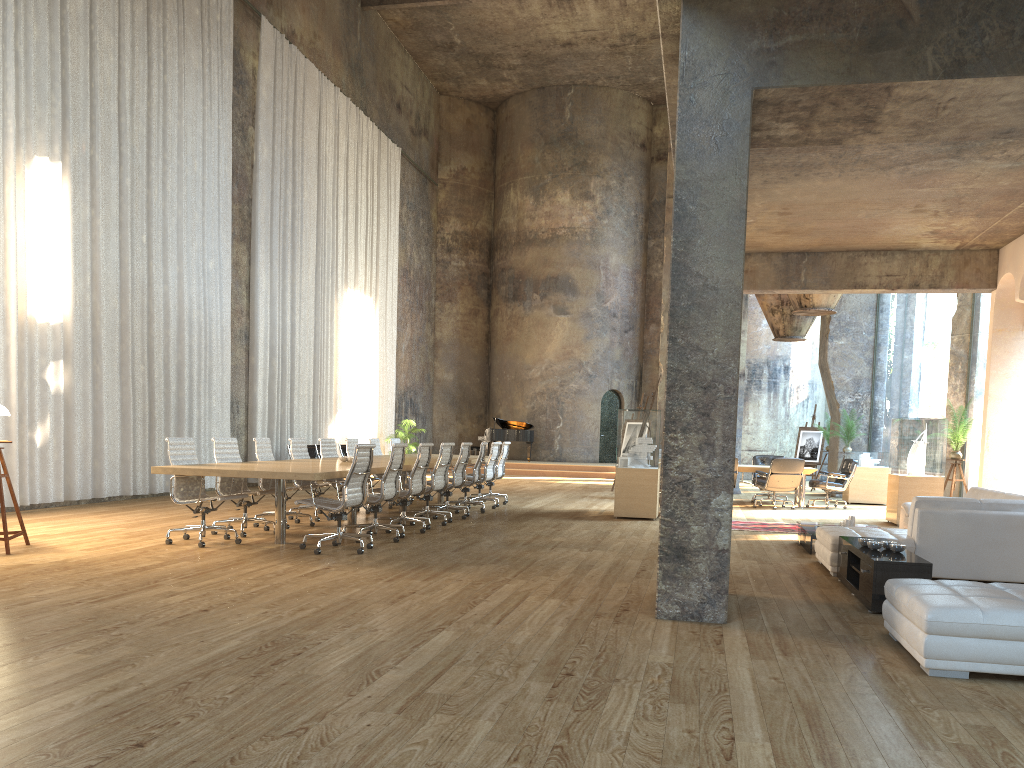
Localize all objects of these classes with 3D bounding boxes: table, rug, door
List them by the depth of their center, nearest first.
[{"bbox_3d":[3.584,1.703,9.532,0.789,0.204,1.107,1,-3,12],"label":"table"},{"bbox_3d":[3.661,1.704,9.891,0.859,0.248,0.369,1,-1,12],"label":"table"},{"bbox_3d":[-1.708,1.385,11.614,1.599,0.762,7.693,1,-3,12],"label":"table"},{"bbox_3d":[4.039,1.934,11.728,2.460,0.009,1.342,1,-3,12],"label":"rug"},{"bbox_3d":[4.208,1.837,15.986,2.407,0.705,1.101,1,-1,12],"label":"table"},{"bbox_3d":[5.336,2.294,22.096,1.869,0.550,0.938,1,-1,12],"label":"table"},{"bbox_3d":[3.030,1.321,27.433,0.902,2.313,0.091,0,5,-30],"label":"door"}]

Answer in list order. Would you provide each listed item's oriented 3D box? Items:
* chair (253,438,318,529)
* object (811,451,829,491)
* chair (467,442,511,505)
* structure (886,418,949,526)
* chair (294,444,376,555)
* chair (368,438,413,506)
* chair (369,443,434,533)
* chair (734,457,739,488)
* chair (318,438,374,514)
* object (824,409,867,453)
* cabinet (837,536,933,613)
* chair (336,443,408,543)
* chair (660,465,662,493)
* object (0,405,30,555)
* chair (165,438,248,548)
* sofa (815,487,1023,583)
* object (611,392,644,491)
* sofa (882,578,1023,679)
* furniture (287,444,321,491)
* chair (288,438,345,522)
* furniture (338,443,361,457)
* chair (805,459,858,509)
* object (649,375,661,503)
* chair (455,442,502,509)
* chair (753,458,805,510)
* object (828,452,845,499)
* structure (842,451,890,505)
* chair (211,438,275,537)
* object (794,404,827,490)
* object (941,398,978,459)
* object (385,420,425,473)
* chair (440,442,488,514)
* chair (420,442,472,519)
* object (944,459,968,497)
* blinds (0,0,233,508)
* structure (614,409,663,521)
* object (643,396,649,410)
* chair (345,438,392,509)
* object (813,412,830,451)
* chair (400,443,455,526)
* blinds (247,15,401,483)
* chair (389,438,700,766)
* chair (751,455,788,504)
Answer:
[{"bbox_3d":[-2.654,1.151,10.283,0.698,1.033,0.662,2,2,12],"label":"chair"},{"bbox_3d":[7.410,2.056,20.556,0.658,0.979,0.567,2,2,6],"label":"object"},{"bbox_3d":[-0.376,1.455,14.458,0.698,1.033,0.662,2,2,18],"label":"chair"},{"bbox_3d":[5.855,1.278,12.742,0.593,1.559,0.738,2,3,12],"label":"structure"},{"bbox_3d":[-1.660,1.067,8.304,0.698,1.033,0.662,2,2,18],"label":"chair"},{"bbox_3d":[-1.906,1.374,13.828,0.698,1.033,0.662,2,2,16],"label":"chair"},{"bbox_3d":[-1.268,1.182,10.125,0.698,1.033,0.662,2,2,18],"label":"chair"},{"bbox_3d":[3.569,1.689,15.380,0.729,0.899,0.818,2,1,6],"label":"chair"},{"bbox_3d":[-2.282,1.262,12.055,0.697,1.033,0.663,2,2,21],"label":"chair"},{"bbox_3d":[6.852,0.950,18.123,0.857,0.947,0.685,2,2,15],"label":"object"},{"bbox_3d":[2.780,1.433,6.693,0.395,0.371,1.557,2,-3,12],"label":"cabinet"},{"bbox_3d":[-1.459,1.126,9.229,0.698,1.033,0.662,2,2,16],"label":"chair"},{"bbox_3d":[2.694,1.716,16.312,0.820,0.899,0.726,2,1,8],"label":"chair"},{"bbox_3d":[-4.470,0.821,7.649,0.657,1.307,0.567,-1,4,-45],"label":"object"},{"bbox_3d":[-2.986,1.045,8.599,0.698,1.033,0.662,2,2,18],"label":"chair"},{"bbox_3d":[4.046,1.409,8.767,2.062,0.726,2.920,1,-3,12],"label":"sofa"},{"bbox_3d":[2.614,1.241,18.563,0.697,2.163,0.683,5,5,44],"label":"object"},{"bbox_3d":[3.166,1.152,4.666,2.065,0.726,1.068,1,-1,12],"label":"sofa"},{"bbox_3d":[-3.658,1.602,17.142,0.707,0.846,1.866,2,-2,12],"label":"furniture"},{"bbox_3d":[-2.470,1.208,11.196,0.698,1.033,0.662,2,2,18],"label":"chair"},{"bbox_3d":[-3.157,1.749,19.472,0.707,0.846,1.866,2,-2,12],"label":"furniture"},{"bbox_3d":[5.666,1.767,15.667,0.820,0.899,0.726,2,1,6],"label":"chair"},{"bbox_3d":[2.002,0.936,13.513,0.684,2.163,0.696,2,4,11],"label":"object"},{"bbox_3d":[-0.522,1.402,13.607,0.697,1.033,0.663,2,2,21],"label":"chair"},{"bbox_3d":[4.564,1.708,15.200,0.730,0.899,0.817,1,1,-14],"label":"chair"},{"bbox_3d":[6.960,1.902,18.088,0.658,0.979,0.567,0,3,-42],"label":"object"},{"bbox_3d":[6.887,1.820,17.072,0.734,1.022,0.740,2,2,12],"label":"structure"},{"bbox_3d":[-2.834,1.098,9.448,0.697,1.033,0.663,2,2,21],"label":"chair"},{"bbox_3d":[7.375,1.559,21.699,0.698,2.163,0.682,5,5,41],"label":"object"},{"bbox_3d":[6.597,0.653,13.027,0.687,0.946,0.855,2,1,3],"label":"object"},{"bbox_3d":[-2.758,1.655,22.964,1.091,1.467,1.123,2,2,3],"label":"object"},{"bbox_3d":[-0.694,1.349,12.770,0.698,1.033,0.662,2,2,12],"label":"chair"},{"bbox_3d":[-0.895,1.292,11.861,0.698,1.033,0.662,2,2,18],"label":"chair"},{"bbox_3d":[6.508,1.606,13.108,0.659,0.979,0.567,1,3,-24],"label":"object"},{"bbox_3d":[-5.736,-2.748,11.685,0.274,8.704,7.797,3,1,13],"label":"blinds"},{"bbox_3d":[1.827,1.155,12.659,0.593,1.559,0.738,2,3,12],"label":"structure"},{"bbox_3d":[2.907,1.356,20.428,0.681,2.163,0.699,5,5,38],"label":"object"},{"bbox_3d":[-2.097,1.318,12.932,0.698,1.033,0.662,2,2,18],"label":"chair"},{"bbox_3d":[7.388,1.102,20.519,0.685,0.946,0.857,3,1,33],"label":"object"},{"bbox_3d":[-1.082,1.238,11.003,0.697,1.033,0.663,2,2,21],"label":"chair"},{"bbox_3d":[-3.923,-2.215,20.119,0.274,8.704,7.797,3,1,13],"label":"blinds"},{"bbox_3d":[1.056,1.483,14.107,12.938,1.038,31.419,1,-3,12],"label":"chair"},{"bbox_3d":[4.871,1.797,16.615,0.729,0.899,0.818,2,1,13],"label":"chair"}]
